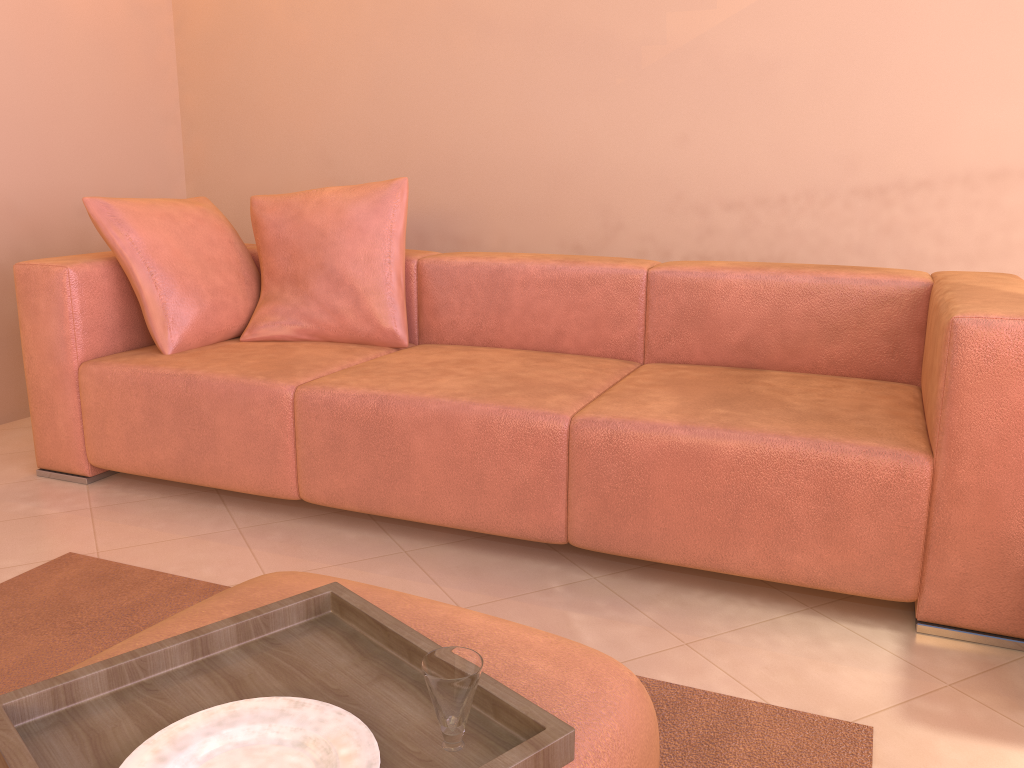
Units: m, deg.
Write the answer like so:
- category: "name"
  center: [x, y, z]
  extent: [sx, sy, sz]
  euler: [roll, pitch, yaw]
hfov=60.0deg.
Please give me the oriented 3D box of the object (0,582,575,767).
- category: "object"
  center: [-0.240, 0.344, 0.879]
  extent: [0.421, 0.034, 0.436]
  euler: [-11, 17, -41]

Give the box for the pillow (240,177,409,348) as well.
- category: "pillow"
  center: [-0.600, -0.403, 2.883]
  extent: [0.582, 0.528, 0.302]
  euler: [2, 13, 6]

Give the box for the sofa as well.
- category: "sofa"
  center: [-0.046, -0.014, 2.577]
  extent: [2.781, 0.672, 0.943]
  euler: [6, 14, 22]

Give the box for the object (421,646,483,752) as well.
- category: "object"
  center: [-0.058, 0.314, 0.870]
  extent: [0.061, 0.091, 0.061]
  euler: [2, 13, 7]

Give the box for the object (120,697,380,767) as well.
- category: "object"
  center: [-0.242, 0.363, 0.814]
  extent: [0.240, 0.018, 0.240]
  euler: [-3, 13, -13]

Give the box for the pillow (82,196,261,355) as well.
- category: "pillow"
  center: [-1.028, -0.359, 2.864]
  extent: [0.335, 0.486, 0.554]
  euler: [5, 14, 18]

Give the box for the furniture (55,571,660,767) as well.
- category: "furniture"
  center: [-0.401, 0.550, 0.718]
  extent: [0.685, 0.301, 1.291]
  euler: [7, 15, 27]

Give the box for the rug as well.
- category: "rug"
  center: [-0.740, 0.767, 0.653]
  extent: [1.833, 0.005, 2.626]
  euler: [6, 14, 22]
